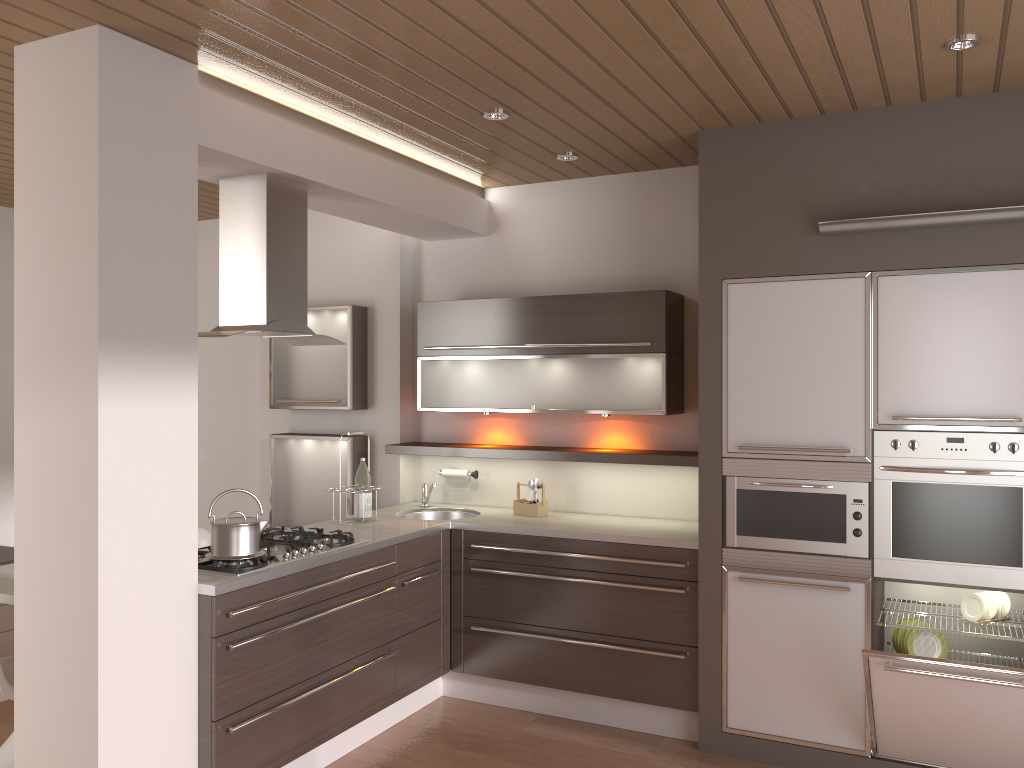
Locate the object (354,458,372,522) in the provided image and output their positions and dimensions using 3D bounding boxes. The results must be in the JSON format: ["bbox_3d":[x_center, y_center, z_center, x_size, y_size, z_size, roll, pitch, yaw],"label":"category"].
[{"bbox_3d":[-0.748,0.530,4.452,0.091,0.319,0.091,0,0,-28],"label":"object"}]

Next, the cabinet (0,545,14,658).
[{"bbox_3d":[-3.301,1.294,4.579,0.540,0.608,1.740,0,0,27],"label":"cabinet"}]

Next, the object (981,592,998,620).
[{"bbox_3d":[1.953,0.914,3.656,0.032,0.112,0.115,0,0,-23],"label":"object"}]

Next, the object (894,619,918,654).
[{"bbox_3d":[1.694,1.080,3.740,0.177,0.173,0.042,0,0,-8],"label":"object"}]

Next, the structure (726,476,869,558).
[{"bbox_3d":[1.172,0.546,3.675,0.569,0.301,0.049,0,0,27],"label":"structure"}]

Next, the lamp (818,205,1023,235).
[{"bbox_3d":[1.692,-0.626,3.341,1.020,0.033,0.139,0,0,27],"label":"lamp"}]

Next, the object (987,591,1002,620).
[{"bbox_3d":[1.976,0.914,3.665,0.032,0.112,0.115,0,0,-23],"label":"object"}]

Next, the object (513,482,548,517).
[{"bbox_3d":[0.099,0.607,4.686,0.173,0.170,0.100,0,0,38],"label":"object"}]

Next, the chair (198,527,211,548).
[{"bbox_3d":[-1.714,1.175,4.374,0.491,0.847,0.608,0,0,-3],"label":"chair"}]

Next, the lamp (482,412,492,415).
[{"bbox_3d":[-0.138,0.159,4.846,0.056,0.018,0.056,0,0,-2],"label":"lamp"}]

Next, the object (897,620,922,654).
[{"bbox_3d":[1.697,1.080,3.716,0.177,0.173,0.042,0,0,-8],"label":"object"}]

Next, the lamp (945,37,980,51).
[{"bbox_3d":[1.455,-1.120,2.864,0.102,0.055,0.102,0,0,10],"label":"lamp"}]

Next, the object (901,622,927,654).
[{"bbox_3d":[1.700,1.080,3.692,0.177,0.173,0.042,0,0,-8],"label":"object"}]

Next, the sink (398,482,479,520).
[{"bbox_3d":[-0.413,0.711,4.754,0.494,0.347,0.450,0,0,32],"label":"sink"}]

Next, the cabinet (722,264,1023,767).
[{"bbox_3d":[1.740,0.524,3.480,1.796,1.948,1.047,0,0,27],"label":"cabinet"}]

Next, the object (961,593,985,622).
[{"bbox_3d":[1.887,0.914,3.629,0.032,0.112,0.115,0,0,-23],"label":"object"}]

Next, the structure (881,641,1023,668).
[{"bbox_3d":[1.846,1.175,3.693,0.583,0.012,0.479,0,0,27],"label":"structure"}]

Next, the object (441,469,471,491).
[{"bbox_3d":[-0.316,0.541,5.013,0.165,0.119,0.053,0,0,26],"label":"object"}]

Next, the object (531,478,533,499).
[{"bbox_3d":[0.110,0.592,4.653,0.022,0.196,0.018,0,0,28],"label":"object"}]

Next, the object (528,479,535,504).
[{"bbox_3d":[0.109,0.589,4.617,0.042,0.192,0.040,0,0,-17],"label":"object"}]

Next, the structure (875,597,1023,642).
[{"bbox_3d":[1.846,0.976,3.693,0.583,0.012,0.479,0,0,27],"label":"structure"}]

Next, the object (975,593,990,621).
[{"bbox_3d":[1.909,0.914,3.638,0.032,0.112,0.115,0,0,-23],"label":"object"}]

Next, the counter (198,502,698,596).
[{"bbox_3d":[-0.229,0.710,3.847,1.850,0.036,2.150,0,0,27],"label":"counter"}]

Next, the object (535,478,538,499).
[{"bbox_3d":[0.122,0.593,4.654,0.020,0.196,0.017,0,0,-41],"label":"object"}]

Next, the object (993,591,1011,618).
[{"bbox_3d":[2.020,0.914,3.682,0.032,0.112,0.115,0,0,-23],"label":"object"}]

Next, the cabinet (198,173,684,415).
[{"bbox_3d":[-0.233,-0.366,3.958,1.399,1.032,2.058,0,0,30],"label":"cabinet"}]

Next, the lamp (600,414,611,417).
[{"bbox_3d":[0.479,0.159,4.538,0.056,0.018,0.056,0,0,-2],"label":"lamp"}]

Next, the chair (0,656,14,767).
[{"bbox_3d":[-1.965,1.175,3.450,0.491,0.847,0.608,0,0,32],"label":"chair"}]

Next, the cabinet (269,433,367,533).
[{"bbox_3d":[-1.155,0.600,5.235,0.598,0.600,0.194,0,0,27],"label":"cabinet"}]

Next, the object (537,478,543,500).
[{"bbox_3d":[0.138,0.589,4.656,0.042,0.192,0.040,0,0,-15],"label":"object"}]

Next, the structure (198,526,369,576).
[{"bbox_3d":[-1.028,0.670,3.659,0.494,0.047,0.797,0,0,27],"label":"structure"}]

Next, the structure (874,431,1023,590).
[{"bbox_3d":[1.698,0.478,3.397,0.582,0.583,0.066,0,0,27],"label":"structure"}]

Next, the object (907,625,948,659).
[{"bbox_3d":[1.706,1.080,3.643,0.177,0.173,0.042,0,0,-8],"label":"object"}]

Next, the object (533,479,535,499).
[{"bbox_3d":[0.119,0.593,4.632,0.018,0.196,0.023,0,0,28],"label":"object"}]

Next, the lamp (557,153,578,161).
[{"bbox_3d":[0.268,-1.120,4.290,0.102,0.055,0.102,0,0,-35],"label":"lamp"}]

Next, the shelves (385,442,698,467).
[{"bbox_3d":[0.188,0.365,4.680,1.850,0.050,0.313,0,0,27],"label":"shelves"}]

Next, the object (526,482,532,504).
[{"bbox_3d":[0.095,0.602,4.642,0.044,0.178,0.019,0,0,2],"label":"object"}]

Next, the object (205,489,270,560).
[{"bbox_3d":[-1.047,0.522,3.362,0.221,0.251,0.221,0,0,19],"label":"object"}]

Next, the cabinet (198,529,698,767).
[{"bbox_3d":[-0.229,1.163,3.847,1.850,0.870,2.150,0,0,27],"label":"cabinet"}]

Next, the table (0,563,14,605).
[{"bbox_3d":[-1.850,1.219,3.901,1.100,0.758,0.800,0,0,27],"label":"table"}]

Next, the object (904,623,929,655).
[{"bbox_3d":[1.703,1.080,3.667,0.177,0.173,0.042,0,0,-8],"label":"object"}]

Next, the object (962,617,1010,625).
[{"bbox_3d":[1.954,0.969,3.656,0.190,0.009,0.073,0,0,-22],"label":"object"}]

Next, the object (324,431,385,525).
[{"bbox_3d":[-0.794,0.467,4.480,0.210,0.453,0.291,0,0,32],"label":"object"}]

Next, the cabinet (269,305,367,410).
[{"bbox_3d":[-1.165,-0.150,5.173,0.619,0.600,0.172,0,0,12],"label":"cabinet"}]

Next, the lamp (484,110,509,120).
[{"bbox_3d":[-0.065,-1.120,3.623,0.102,0.055,0.102,0,0,-2],"label":"lamp"}]

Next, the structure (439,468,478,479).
[{"bbox_3d":[-0.292,0.507,5.029,0.237,0.049,0.087,0,0,27],"label":"structure"}]

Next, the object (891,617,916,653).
[{"bbox_3d":[1.691,1.080,3.764,0.177,0.173,0.042,0,0,-8],"label":"object"}]
